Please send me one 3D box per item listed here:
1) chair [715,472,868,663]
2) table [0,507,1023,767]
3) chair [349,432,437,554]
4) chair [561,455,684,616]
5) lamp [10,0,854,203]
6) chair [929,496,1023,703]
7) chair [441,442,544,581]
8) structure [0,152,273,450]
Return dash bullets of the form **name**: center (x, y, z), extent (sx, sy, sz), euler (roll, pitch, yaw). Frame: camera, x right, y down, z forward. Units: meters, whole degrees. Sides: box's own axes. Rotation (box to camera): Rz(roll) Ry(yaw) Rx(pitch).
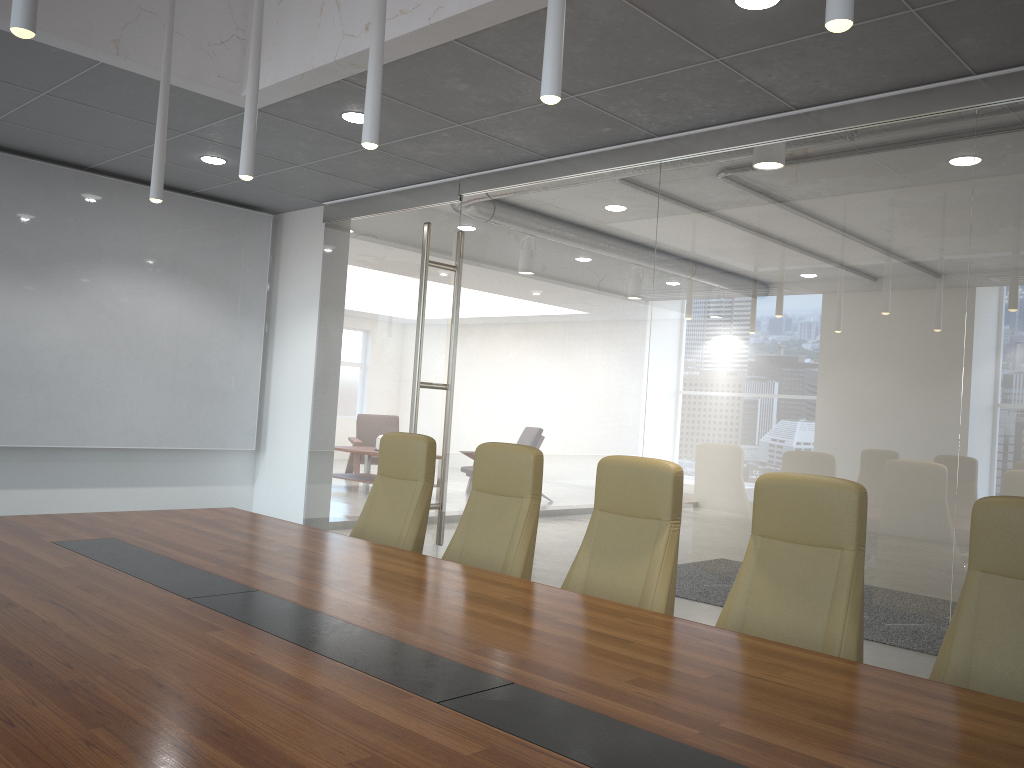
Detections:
- **chair**: center (0.799, 1.019, 3.072), extent (0.711, 1.406, 0.955), euler (2, -2, 44)
- **table**: center (-0.113, 1.186, 2.116), extent (6.500, 0.895, 2.300), euler (2, -2, 44)
- **chair**: center (-0.938, 0.950, 4.732), extent (0.711, 1.406, 0.955), euler (2, -2, 44)
- **chair**: center (0.224, 0.996, 3.621), extent (0.711, 1.406, 0.955), euler (2, -2, 44)
- **lamp**: center (0.113, -2.166, 2.212), extent (7.258, 2.378, 2.619), euler (2, -2, 44)
- **chair**: center (1.377, 1.043, 2.520), extent (0.711, 1.406, 0.955), euler (2, -2, 44)
- **chair**: center (-0.360, 0.973, 4.180), extent (0.711, 1.406, 0.955), euler (2, -2, 44)
- **structure**: center (0.040, -0.566, 2.209), extent (13.989, 2.466, 6.600), euler (2, -2, 44)
